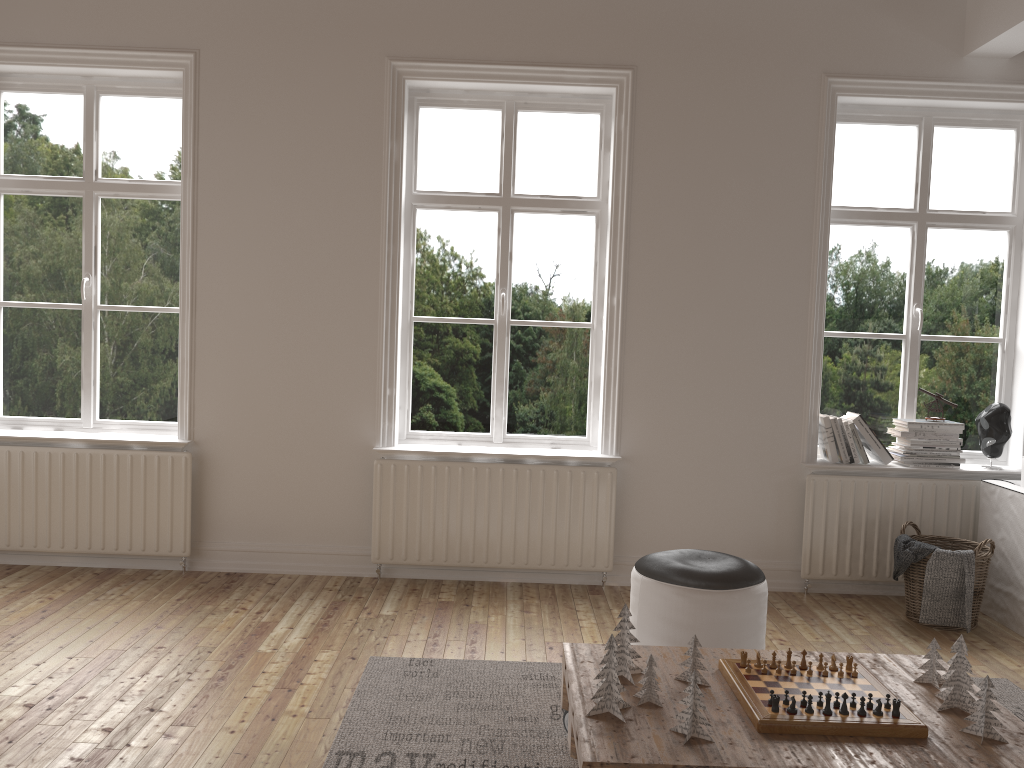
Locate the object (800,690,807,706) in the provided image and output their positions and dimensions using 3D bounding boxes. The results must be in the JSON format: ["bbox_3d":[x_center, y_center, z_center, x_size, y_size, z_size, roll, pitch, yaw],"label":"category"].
[{"bbox_3d":[0.763,0.819,2.317,0.017,0.037,0.017,3,4,19],"label":"object"}]

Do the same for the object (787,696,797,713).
[{"bbox_3d":[0.719,0.817,2.271,0.026,0.044,0.026,5,5,45],"label":"object"}]

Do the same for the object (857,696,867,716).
[{"bbox_3d":[0.897,0.821,2.271,0.022,0.047,0.022,4,4,32],"label":"object"}]

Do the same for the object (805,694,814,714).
[{"bbox_3d":[0.763,0.817,2.270,0.022,0.047,0.022,0,4,-32],"label":"object"}]

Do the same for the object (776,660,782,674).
[{"bbox_3d":[0.763,0.807,2.533,0.017,0.037,0.017,3,4,19],"label":"object"}]

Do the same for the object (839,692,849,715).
[{"bbox_3d":[0.851,0.816,2.270,0.025,0.055,0.025,4,4,32],"label":"object"}]

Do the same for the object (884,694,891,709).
[{"bbox_3d":[0.981,0.827,2.315,0.017,0.037,0.017,3,4,19],"label":"object"}]

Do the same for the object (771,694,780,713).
[{"bbox_3d":[0.674,0.817,2.268,0.019,0.040,0.019,2,3,-4],"label":"object"}]

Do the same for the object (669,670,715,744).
[{"bbox_3d":[0.446,0.784,2.180,0.085,0.166,0.085,1,4,-15],"label":"object"}]

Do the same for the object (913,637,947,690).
[{"bbox_3d":[1.226,0.804,2.579,0.075,0.137,0.079,-1,5,-42],"label":"object"}]

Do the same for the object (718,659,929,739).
[{"bbox_3d":[0.827,0.852,2.427,0.429,0.036,0.429,2,3,0],"label":"object"}]

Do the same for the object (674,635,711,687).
[{"bbox_3d":[0.514,0.779,2.519,0.077,0.141,0.082,1,4,-19],"label":"object"}]

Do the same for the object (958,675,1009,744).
[{"bbox_3d":[1.193,0.811,2.234,0.082,0.160,0.082,1,3,-11],"label":"object"}]

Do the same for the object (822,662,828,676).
[{"bbox_3d":[0.895,0.812,2.531,0.017,0.037,0.017,3,4,19],"label":"object"}]

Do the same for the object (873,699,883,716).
[{"bbox_3d":[0.939,0.825,2.273,0.026,0.044,0.026,5,5,45],"label":"object"}]

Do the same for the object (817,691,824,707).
[{"bbox_3d":[0.805,0.821,2.314,0.017,0.037,0.017,3,4,19],"label":"object"}]

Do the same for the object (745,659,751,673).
[{"bbox_3d":[0.675,0.804,2.531,0.017,0.037,0.017,3,4,19],"label":"object"}]

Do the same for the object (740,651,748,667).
[{"bbox_3d":[0.674,0.799,2.577,0.019,0.040,0.019,2,3,-4],"label":"object"}]

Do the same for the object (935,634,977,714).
[{"bbox_3d":[1.219,0.780,2.409,0.111,0.204,0.118,4,4,23],"label":"object"}]

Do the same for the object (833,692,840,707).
[{"bbox_3d":[0.849,0.822,2.315,0.017,0.037,0.017,3,4,19],"label":"object"}]

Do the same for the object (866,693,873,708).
[{"bbox_3d":[0.935,0.825,2.316,0.017,0.037,0.017,3,4,19],"label":"object"}]

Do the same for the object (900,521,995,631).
[{"bbox_3d":[2.017,0.894,4.143,0.393,0.432,0.393,3,4,22],"label":"object"}]

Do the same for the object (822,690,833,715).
[{"bbox_3d":[0.809,0.813,2.269,0.025,0.058,0.025,5,5,45],"label":"object"}]

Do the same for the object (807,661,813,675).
[{"bbox_3d":[0.851,0.810,2.532,0.017,0.037,0.017,3,4,19],"label":"object"}]

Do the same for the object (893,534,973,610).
[{"bbox_3d":[1.947,0.887,4.132,0.367,0.332,0.303,2,3,-9],"label":"object"}]

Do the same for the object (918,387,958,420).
[{"bbox_3d":[2.176,0.102,4.534,0.092,0.161,0.177,0,4,-32],"label":"object"}]

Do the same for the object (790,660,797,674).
[{"bbox_3d":[0.805,0.808,2.533,0.017,0.037,0.017,3,4,19],"label":"object"}]

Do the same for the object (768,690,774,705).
[{"bbox_3d":[0.678,0.816,2.314,0.017,0.037,0.017,1,4,-19],"label":"object"}]

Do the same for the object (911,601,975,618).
[{"bbox_3d":[2.017,1.006,4.154,0.291,0.186,0.280,1,4,-15],"label":"object"}]

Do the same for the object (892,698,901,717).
[{"bbox_3d":[0.984,0.828,2.270,0.019,0.040,0.019,4,4,34],"label":"object"}]

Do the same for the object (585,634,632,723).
[{"bbox_3d":[0.256,0.749,2.302,0.106,0.208,0.107,3,4,16],"label":"object"}]

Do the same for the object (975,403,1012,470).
[{"bbox_3d":[2.464,0.263,4.543,0.171,0.340,0.177,5,4,36],"label":"object"}]

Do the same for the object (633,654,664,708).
[{"bbox_3d":[0.368,0.786,2.378,0.072,0.132,0.076,2,3,0],"label":"object"}]

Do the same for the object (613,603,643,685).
[{"bbox_3d":[0.322,0.734,2.552,0.108,0.213,0.109,4,4,24],"label":"object"}]

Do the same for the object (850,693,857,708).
[{"bbox_3d":[0.891,0.824,2.315,0.017,0.037,0.017,3,4,19],"label":"object"}]

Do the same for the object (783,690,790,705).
[{"bbox_3d":[0.717,0.817,2.317,0.017,0.037,0.017,3,4,19],"label":"object"}]

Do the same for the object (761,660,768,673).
[{"bbox_3d":[0.721,0.805,2.532,0.017,0.037,0.017,3,4,19],"label":"object"}]

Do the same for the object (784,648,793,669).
[{"bbox_3d":[0.805,0.795,2.576,0.025,0.058,0.025,5,5,45],"label":"object"}]

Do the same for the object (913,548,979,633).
[{"bbox_3d":[1.997,0.908,4.104,0.290,0.356,0.349,4,4,29],"label":"object"}]
